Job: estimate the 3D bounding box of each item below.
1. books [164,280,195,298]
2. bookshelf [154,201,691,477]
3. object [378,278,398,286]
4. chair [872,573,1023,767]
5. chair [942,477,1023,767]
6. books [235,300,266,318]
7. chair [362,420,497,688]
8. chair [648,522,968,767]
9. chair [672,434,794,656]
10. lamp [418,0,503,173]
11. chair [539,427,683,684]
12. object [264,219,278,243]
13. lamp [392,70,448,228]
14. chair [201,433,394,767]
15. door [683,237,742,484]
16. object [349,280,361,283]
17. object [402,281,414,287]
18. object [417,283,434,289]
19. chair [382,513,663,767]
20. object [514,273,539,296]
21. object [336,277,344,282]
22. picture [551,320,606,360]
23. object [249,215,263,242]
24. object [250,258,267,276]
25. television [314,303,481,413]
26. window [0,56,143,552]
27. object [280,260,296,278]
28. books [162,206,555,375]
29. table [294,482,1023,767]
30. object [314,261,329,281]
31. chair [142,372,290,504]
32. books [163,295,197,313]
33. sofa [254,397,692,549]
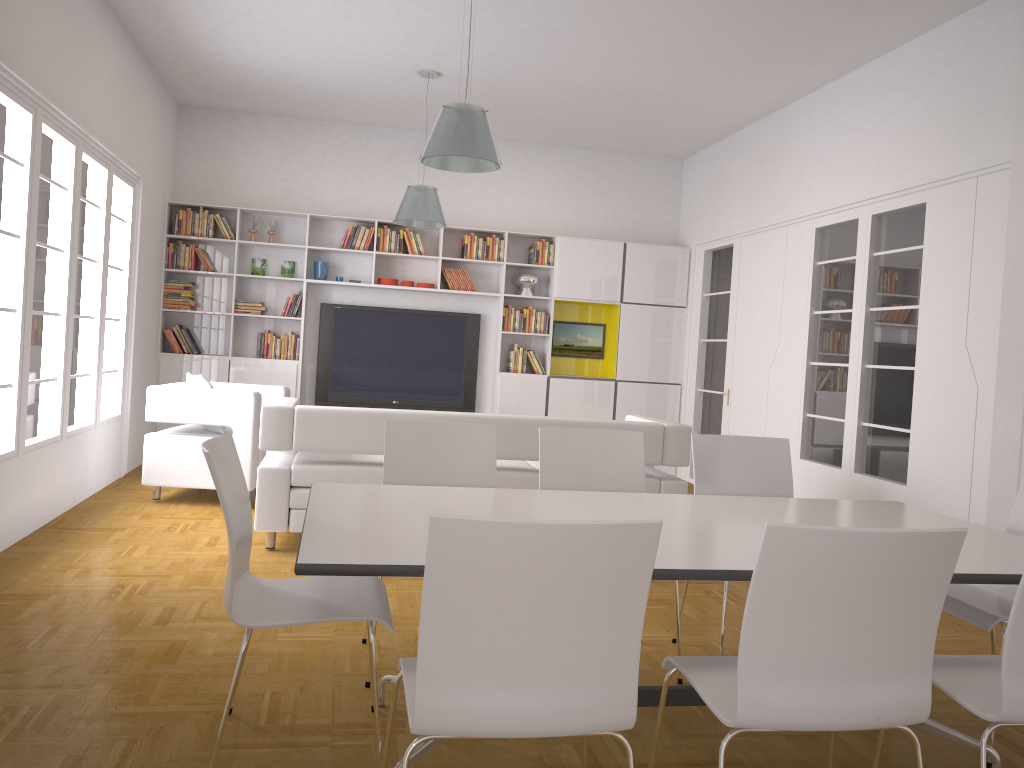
[{"bbox_3d":[-3.274,-0.935,8.733,0.252,0.153,0.207,3,2,-11],"label":"books"},{"bbox_3d":[-0.809,-0.388,9.247,5.363,2.479,0.390,3,1,-11],"label":"bookshelf"},{"bbox_3d":[-1.274,-1.042,9.110,0.210,0.073,0.211,2,3,-36],"label":"object"},{"bbox_3d":[1.335,0.789,2.261,0.561,0.931,0.576,3,1,-11],"label":"chair"},{"bbox_3d":[1.779,0.776,3.158,0.575,0.931,0.561,3,1,-11],"label":"chair"},{"bbox_3d":[-2.612,-0.749,8.866,0.283,0.153,0.207,3,2,-11],"label":"books"},{"bbox_3d":[-0.283,0.640,3.531,0.561,0.931,0.576,3,1,-11],"label":"chair"},{"bbox_3d":[0.687,0.753,2.135,0.561,0.931,0.576,3,1,-11],"label":"chair"},{"bbox_3d":[1.052,0.714,3.792,0.561,0.931,0.576,3,1,-11],"label":"chair"},{"bbox_3d":[-0.243,-1.829,4.863,0.464,1.249,0.465,3,1,-12],"label":"lamp"},{"bbox_3d":[0.365,0.676,3.658,0.561,0.931,0.576,3,1,-11],"label":"chair"},{"bbox_3d":[-2.449,-1.530,8.910,0.179,0.260,0.119,4,1,9],"label":"object"},{"bbox_3d":[-0.726,-1.953,7.359,0.464,1.249,0.465,3,1,-12],"label":"lamp"},{"bbox_3d":[-0.658,0.648,2.682,0.575,0.931,0.561,3,1,-11],"label":"chair"},{"bbox_3d":[2.007,-0.184,8.862,0.139,2.453,1.009,3,1,-11],"label":"door"},{"bbox_3d":[-1.599,-1.038,9.035,0.124,0.032,0.124,3,2,-25],"label":"object"},{"bbox_3d":[-1.075,-1.024,9.149,0.128,0.073,0.129,3,2,-15],"label":"object"},{"bbox_3d":[-0.895,-1.010,9.165,0.182,0.054,0.183,3,2,-15],"label":"object"},{"bbox_3d":[0.000,0.715,2.000,0.561,0.931,0.576,3,1,-11],"label":"chair"},{"bbox_3d":[0.148,-1.041,9.381,0.256,0.239,0.257,3,2,-3],"label":"object"},{"bbox_3d":[-1.752,-1.059,9.005,0.078,0.056,0.078,4,2,14],"label":"object"},{"bbox_3d":[0.717,-0.478,9.645,0.609,0.388,0.007,3,1,-11],"label":"picture"},{"bbox_3d":[-2.562,-1.545,8.870,0.120,0.279,0.179,3,1,-6],"label":"object"},{"bbox_3d":[-2.564,-1.177,8.967,0.144,0.190,0.052,3,1,-11],"label":"object"},{"bbox_3d":[-1.181,-0.242,9.245,1.659,1.087,0.082,3,1,-11],"label":"television"},{"bbox_3d":[-2.914,-0.412,5.730,0.195,2.527,3.353,3,2,-11],"label":"window"},{"bbox_3d":[-2.280,-1.161,9.022,0.144,0.190,0.052,3,1,-11],"label":"object"},{"bbox_3d":[-1.499,-0.925,9.062,3.861,1.455,0.235,3,1,-11],"label":"books"},{"bbox_3d":[0.536,0.815,2.900,2.410,0.722,1.212,3,2,-11],"label":"table"},{"bbox_3d":[-1.933,-1.137,8.968,0.147,0.192,0.147,3,1,-22],"label":"object"},{"bbox_3d":[-2.239,0.374,6.860,0.801,0.911,1.097,4,2,-1],"label":"chair"},{"bbox_3d":[-3.268,-0.786,8.738,0.283,0.153,0.207,3,2,-11],"label":"books"},{"bbox_3d":[-0.252,0.587,5.716,2.622,0.848,0.823,3,2,-11],"label":"sofa"}]
